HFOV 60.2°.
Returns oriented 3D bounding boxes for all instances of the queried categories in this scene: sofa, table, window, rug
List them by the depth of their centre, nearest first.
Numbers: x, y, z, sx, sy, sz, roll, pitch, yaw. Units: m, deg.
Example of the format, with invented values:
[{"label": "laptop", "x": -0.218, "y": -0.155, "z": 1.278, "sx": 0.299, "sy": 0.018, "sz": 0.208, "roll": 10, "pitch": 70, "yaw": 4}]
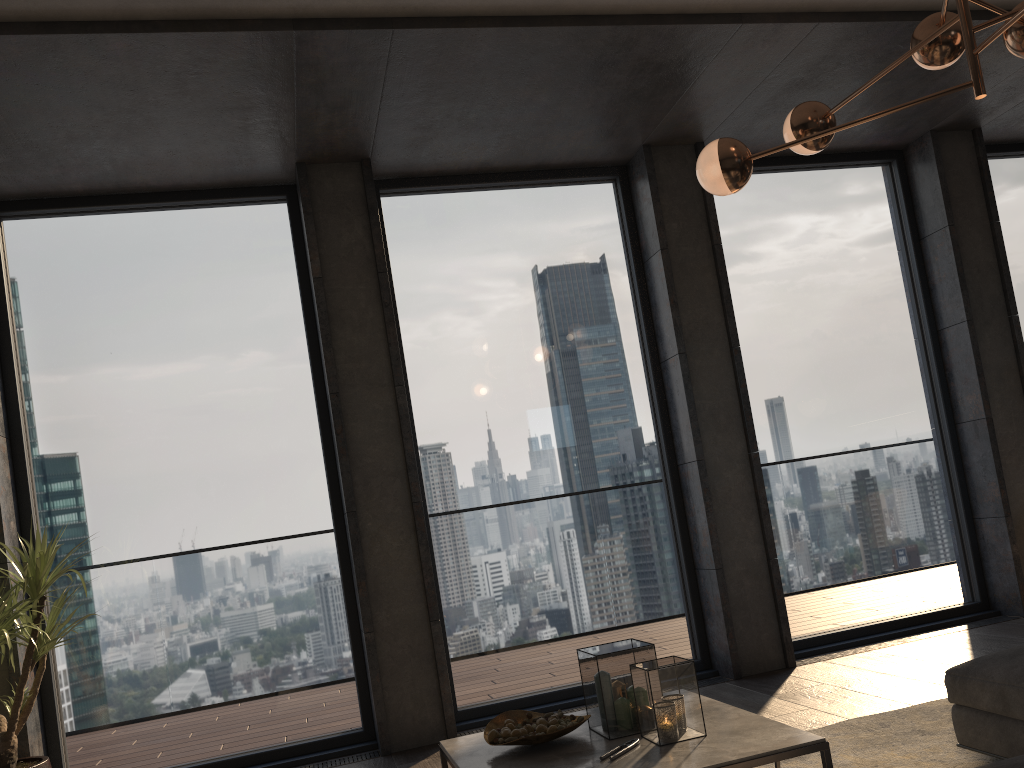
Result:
[{"label": "sofa", "x": 1.345, "y": 0.725, "z": 1.895, "sx": 2.901, "sy": 0.778, "sz": 2.049, "roll": -7, "pitch": -9, "yaw": -15}, {"label": "rug", "x": 0.812, "y": 1.307, "z": 2.566, "sx": 3.134, "sy": 0.020, "sz": 1.751, "roll": -7, "pitch": -9, "yaw": -14}, {"label": "table", "x": 0.322, "y": 1.245, "z": 2.705, "sx": 0.927, "sy": 0.307, "sz": 0.942, "roll": -7, "pitch": -9, "yaw": -14}, {"label": "window", "x": 1.086, "y": 0.162, "z": 5.182, "sx": 7.243, "sy": 2.982, "sz": 0.201, "roll": -7, "pitch": -4, "yaw": -14}]

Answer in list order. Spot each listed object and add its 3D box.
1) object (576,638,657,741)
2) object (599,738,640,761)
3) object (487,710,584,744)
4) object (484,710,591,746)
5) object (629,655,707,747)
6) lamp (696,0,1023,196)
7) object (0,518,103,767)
[{"label": "object", "x": 0.350, "y": 0.972, "z": 2.831, "sx": 0.196, "sy": 0.259, "sz": 0.201, "roll": -8, "pitch": -6, "yaw": -14}, {"label": "object", "x": 0.320, "y": 1.061, "z": 2.565, "sx": 0.047, "sy": 0.012, "sz": 0.181, "roll": -15, "pitch": -11, "yaw": 36}, {"label": "object", "x": 0.075, "y": 1.105, "z": 2.814, "sx": 0.322, "sy": 0.071, "sz": 0.281, "roll": -5, "pitch": -9, "yaw": -25}, {"label": "object", "x": 0.083, "y": 1.102, "z": 2.818, "sx": 0.345, "sy": 0.083, "sz": 0.352, "roll": -3, "pitch": -11, "yaw": -37}, {"label": "object", "x": 0.465, "y": 0.945, "z": 2.645, "sx": 0.149, "sy": 0.219, "sz": 0.150, "roll": -8, "pitch": -6, "yaw": -14}, {"label": "lamp", "x": 1.337, "y": -1.308, "z": 2.785, "sx": 1.011, "sy": 1.031, "sz": 1.482, "roll": -4, "pitch": -9, "yaw": -38}, {"label": "object", "x": -2.122, "y": 1.223, "z": 3.439, "sx": 1.029, "sy": 1.351, "sz": 0.954, "roll": -11, "pitch": -6, "yaw": 17}]
